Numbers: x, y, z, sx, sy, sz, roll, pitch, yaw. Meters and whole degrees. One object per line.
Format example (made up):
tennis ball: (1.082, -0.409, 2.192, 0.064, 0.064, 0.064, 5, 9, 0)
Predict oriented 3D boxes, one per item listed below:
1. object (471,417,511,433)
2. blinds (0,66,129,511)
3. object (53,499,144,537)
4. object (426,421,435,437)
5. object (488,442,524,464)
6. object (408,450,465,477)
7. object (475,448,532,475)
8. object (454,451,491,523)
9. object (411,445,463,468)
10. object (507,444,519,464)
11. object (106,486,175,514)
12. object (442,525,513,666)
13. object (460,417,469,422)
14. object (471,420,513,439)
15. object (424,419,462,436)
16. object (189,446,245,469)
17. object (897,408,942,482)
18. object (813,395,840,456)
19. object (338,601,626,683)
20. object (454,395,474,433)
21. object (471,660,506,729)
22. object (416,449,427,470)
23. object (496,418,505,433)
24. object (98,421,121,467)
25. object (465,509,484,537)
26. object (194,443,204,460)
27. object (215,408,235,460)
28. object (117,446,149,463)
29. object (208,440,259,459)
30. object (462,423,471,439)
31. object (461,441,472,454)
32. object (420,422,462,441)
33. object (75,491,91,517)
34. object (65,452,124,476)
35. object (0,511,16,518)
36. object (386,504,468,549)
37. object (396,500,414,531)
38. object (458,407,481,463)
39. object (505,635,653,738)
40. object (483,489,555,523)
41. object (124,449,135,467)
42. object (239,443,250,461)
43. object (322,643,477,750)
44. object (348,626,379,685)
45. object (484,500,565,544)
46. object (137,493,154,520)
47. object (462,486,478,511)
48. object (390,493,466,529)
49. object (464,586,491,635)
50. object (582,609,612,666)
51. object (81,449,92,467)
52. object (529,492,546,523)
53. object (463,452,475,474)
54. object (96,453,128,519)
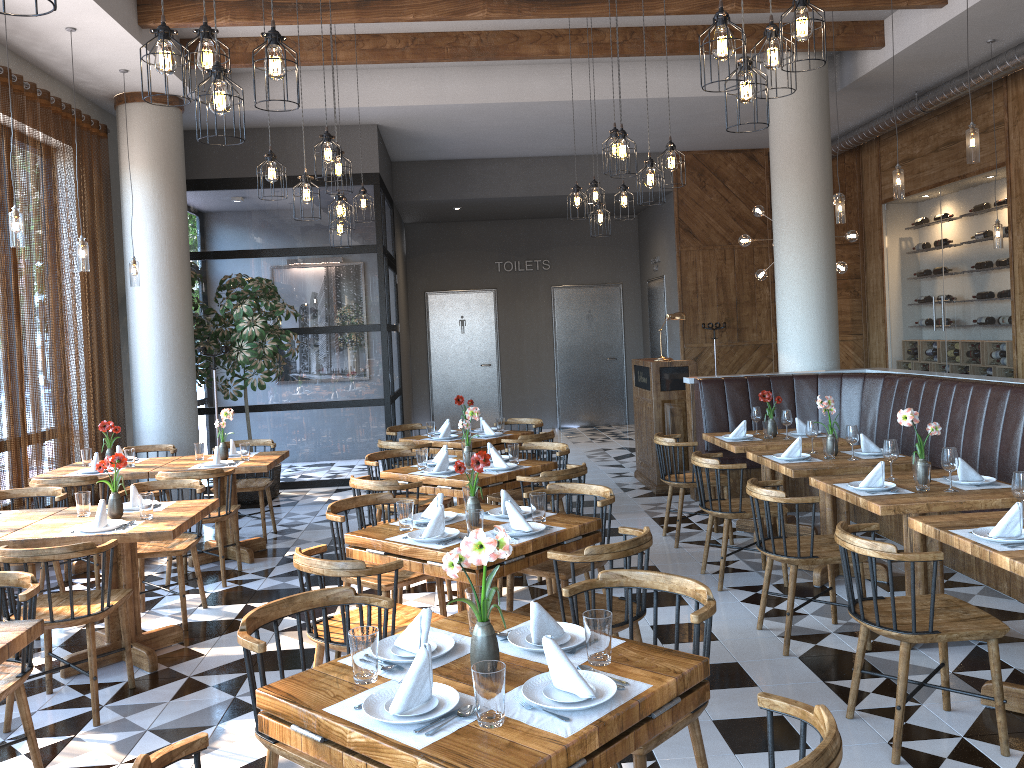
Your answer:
object: (-0.234, 0.363, 8.071, 0.352, 0.137, 0.272, 0, 4, 42)
blinds: (-3.617, -0.475, 4.888, 0.160, 3.577, 7.275, -3, 3, -3)
object: (-2.085, 0.662, 4.478, 0.352, 0.137, 0.272, -3, 3, -3)
object: (-0.719, 0.402, 7.845, 0.080, 0.132, 0.080, -4, 2, -28)
object: (-0.117, 0.469, 6.191, 0.352, 0.137, 0.272, 0, 4, 42)
object: (-0.466, 0.509, 5.789, 0.352, 0.137, 0.272, 0, 4, 42)
object: (-0.088, 0.490, 5.815, 0.272, 0.137, 0.353, 0, 4, 42)
object: (-0.167, 0.486, 4.094, 0.156, 0.355, 0.171, -4, 2, -38)
object: (-0.495, 0.488, 6.166, 0.272, 0.137, 0.353, 0, 4, 42)
object: (0.011, 0.476, 6.016, 0.080, 0.132, 0.080, -2, 2, 12)
object: (-2.123, 0.632, 5.009, 0.352, 0.137, 0.272, -3, 3, -3)
object: (-0.086, 0.565, 2.308, 0.206, 0.400, 0.146, -2, 1, 16)
object: (-0.433, 0.369, 8.172, 0.080, 0.132, 0.080, -2, 2, 22)
object: (-0.205, 0.384, 7.694, 0.272, 0.137, 0.353, 0, 4, 42)
object: (-0.612, 0.383, 8.045, 0.272, 0.137, 0.353, 0, 4, 42)
object: (-2.215, 0.541, 6.636, 0.352, 0.137, 0.272, -3, 3, -3)
object: (2.124, 0.326, 4.618, 0.206, 0.400, 0.146, -3, 1, -1)
object: (2.031, 0.265, 5.713, 0.146, 0.400, 0.207, -3, 1, 4)
object: (-0.085, 0.685, 2.499, 0.577, 0.137, 0.583, 0, 4, 41)
object: (-0.434, 0.274, 7.896, 0.171, 0.355, 0.156, -1, 2, 44)
object: (-0.051, 0.714, 2.034, 0.080, 0.132, 0.080, -4, 2, -28)
object: (-0.606, 0.508, 5.966, 0.080, 0.132, 0.080, -2, 2, 12)
object: (-0.102, 0.370, 7.895, 0.080, 0.132, 0.080, -2, 2, 22)
object: (-3.120, 0.459, 6.882, 0.156, 0.355, 0.171, -3, 2, -27)
object: (-0.159, 0.613, 3.822, 0.080, 0.132, 0.080, -2, 2, 12)
object: (-2.465, 0.534, 6.992, 0.080, 0.132, 0.080, -3, 2, -18)
object: (-2.231, 0.394, 6.908, 0.146, 0.400, 0.207, -3, 1, -11)
object: (-3.139, 0.555, 7.114, 0.352, 0.137, 0.272, -3, 3, -3)
object: (-2.253, 0.511, 7.167, 0.352, 0.137, 0.272, -3, 3, -3)
object: (-0.384, 0.403, 7.557, 0.080, 0.132, 0.080, -2, 2, 12)
object: (-0.319, 0.475, 6.292, 0.080, 0.132, 0.080, -2, 2, 12)
object: (-0.583, 0.403, 7.669, 0.352, 0.137, 0.272, 0, 4, 42)
object: (-2.335, 0.655, 4.826, 0.080, 0.132, 0.080, -3, 2, -18)
object: (-3.101, 0.585, 6.583, 0.352, 0.137, 0.272, -3, 3, -3)
object: (-3.009, 0.677, 4.956, 0.352, 0.137, 0.272, -3, 3, -3)
object: (-0.351, 0.613, 3.929, 0.352, 0.137, 0.272, 0, 4, 42)
object: (-0.494, 0.612, 4.110, 0.080, 0.132, 0.080, -3, 2, 2)
object: (-0.278, 0.357, 5.978, 0.146, 0.400, 0.207, -2, 1, 8)
object: (0.132, 0.695, 2.164, 0.272, 0.137, 0.353, 0, 4, 42)
object: (-0.002, 0.573, 4.332, 0.352, 0.137, 0.272, 0, 4, 42)
object: (-2.925, 0.567, 6.785, 0.080, 0.132, 0.080, -2, 2, 12)
object: (-2.059, 0.524, 6.837, 0.080, 0.132, 0.080, -3, 2, -18)
object: (-0.246, 0.714, 2.138, 0.352, 0.137, 0.272, 0, 4, 42)
object: (-0.386, 0.712, 2.322, 0.080, 0.132, 0.080, -4, 2, -28)
object: (0.027, 0.594, 3.955, 0.272, 0.137, 0.353, 0, 4, 42)
object: (-1.928, 0.646, 4.671, 0.080, 0.132, 0.080, -3, 2, -18)
object: (-0.207, 0.579, 4.437, 0.080, 0.132, 0.080, -3, 2, 2)
object: (-0.380, 0.593, 4.306, 0.272, 0.137, 0.353, 0, 4, 42)
object: (-0.099, 0.680, 2.649, 0.080, 0.132, 0.080, -4, 2, -38)
object: (0.231, 0.681, 2.372, 0.080, 0.132, 0.080, -4, 2, -38)
object: (-3.331, 0.577, 6.940, 0.080, 0.132, 0.080, -2, 2, 12)
object: (0.124, 0.580, 4.160, 0.080, 0.132, 0.080, -3, 2, 2)
object: (-0.271, 0.509, 5.678, 0.080, 0.132, 0.080, -2, 2, 12)
object: (-2.112, 0.542, 4.688, 0.156, 0.355, 0.171, -3, 2, -24)
